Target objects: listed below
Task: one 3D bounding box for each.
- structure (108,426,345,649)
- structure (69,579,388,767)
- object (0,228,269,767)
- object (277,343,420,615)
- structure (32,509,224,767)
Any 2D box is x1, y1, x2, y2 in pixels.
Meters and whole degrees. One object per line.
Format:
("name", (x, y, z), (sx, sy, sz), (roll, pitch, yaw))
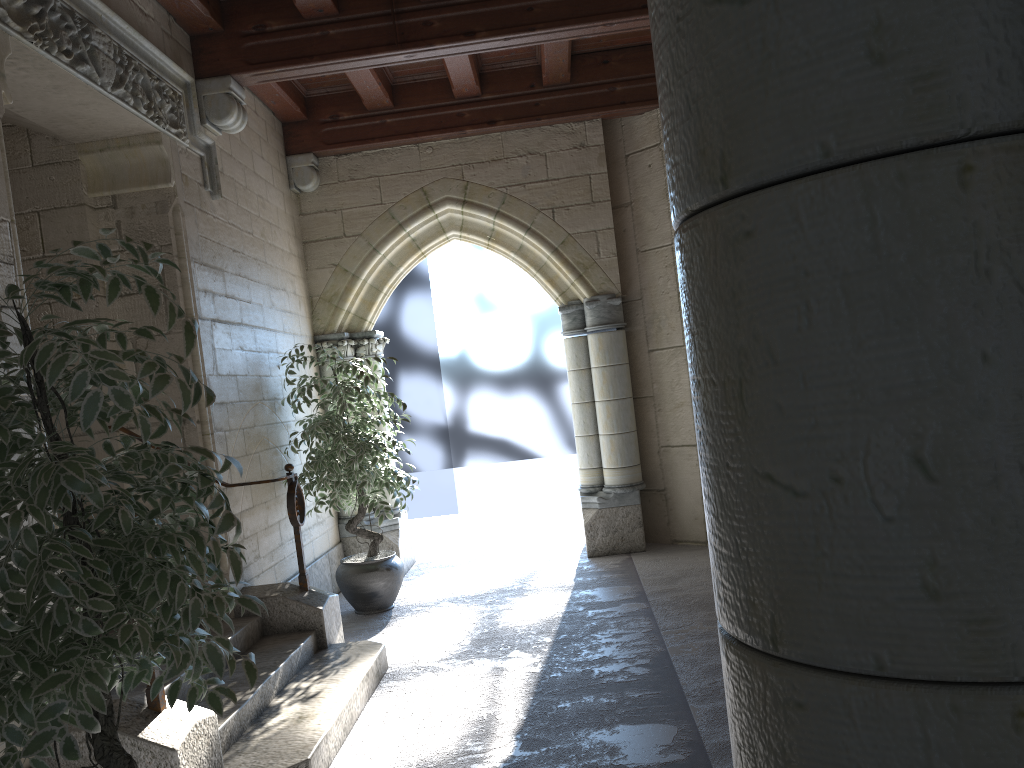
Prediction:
("structure", (-1.357, 0.770, 4.191), (0.888, 1.263, 0.472), (-7, 2, 3))
("structure", (-1.924, 1.065, 3.520), (2.574, 0.811, 1.459), (-7, 0, 3))
("object", (-0.901, 0.521, 1.859), (0.788, 1.620, 0.748), (-6, 2, 34))
("object", (-0.931, 0.545, 5.211), (0.787, 1.620, 0.750), (-7, 2, -1))
("structure", (-1.429, 0.770, 2.784), (0.888, 1.263, 0.476), (-7, 2, 3))
